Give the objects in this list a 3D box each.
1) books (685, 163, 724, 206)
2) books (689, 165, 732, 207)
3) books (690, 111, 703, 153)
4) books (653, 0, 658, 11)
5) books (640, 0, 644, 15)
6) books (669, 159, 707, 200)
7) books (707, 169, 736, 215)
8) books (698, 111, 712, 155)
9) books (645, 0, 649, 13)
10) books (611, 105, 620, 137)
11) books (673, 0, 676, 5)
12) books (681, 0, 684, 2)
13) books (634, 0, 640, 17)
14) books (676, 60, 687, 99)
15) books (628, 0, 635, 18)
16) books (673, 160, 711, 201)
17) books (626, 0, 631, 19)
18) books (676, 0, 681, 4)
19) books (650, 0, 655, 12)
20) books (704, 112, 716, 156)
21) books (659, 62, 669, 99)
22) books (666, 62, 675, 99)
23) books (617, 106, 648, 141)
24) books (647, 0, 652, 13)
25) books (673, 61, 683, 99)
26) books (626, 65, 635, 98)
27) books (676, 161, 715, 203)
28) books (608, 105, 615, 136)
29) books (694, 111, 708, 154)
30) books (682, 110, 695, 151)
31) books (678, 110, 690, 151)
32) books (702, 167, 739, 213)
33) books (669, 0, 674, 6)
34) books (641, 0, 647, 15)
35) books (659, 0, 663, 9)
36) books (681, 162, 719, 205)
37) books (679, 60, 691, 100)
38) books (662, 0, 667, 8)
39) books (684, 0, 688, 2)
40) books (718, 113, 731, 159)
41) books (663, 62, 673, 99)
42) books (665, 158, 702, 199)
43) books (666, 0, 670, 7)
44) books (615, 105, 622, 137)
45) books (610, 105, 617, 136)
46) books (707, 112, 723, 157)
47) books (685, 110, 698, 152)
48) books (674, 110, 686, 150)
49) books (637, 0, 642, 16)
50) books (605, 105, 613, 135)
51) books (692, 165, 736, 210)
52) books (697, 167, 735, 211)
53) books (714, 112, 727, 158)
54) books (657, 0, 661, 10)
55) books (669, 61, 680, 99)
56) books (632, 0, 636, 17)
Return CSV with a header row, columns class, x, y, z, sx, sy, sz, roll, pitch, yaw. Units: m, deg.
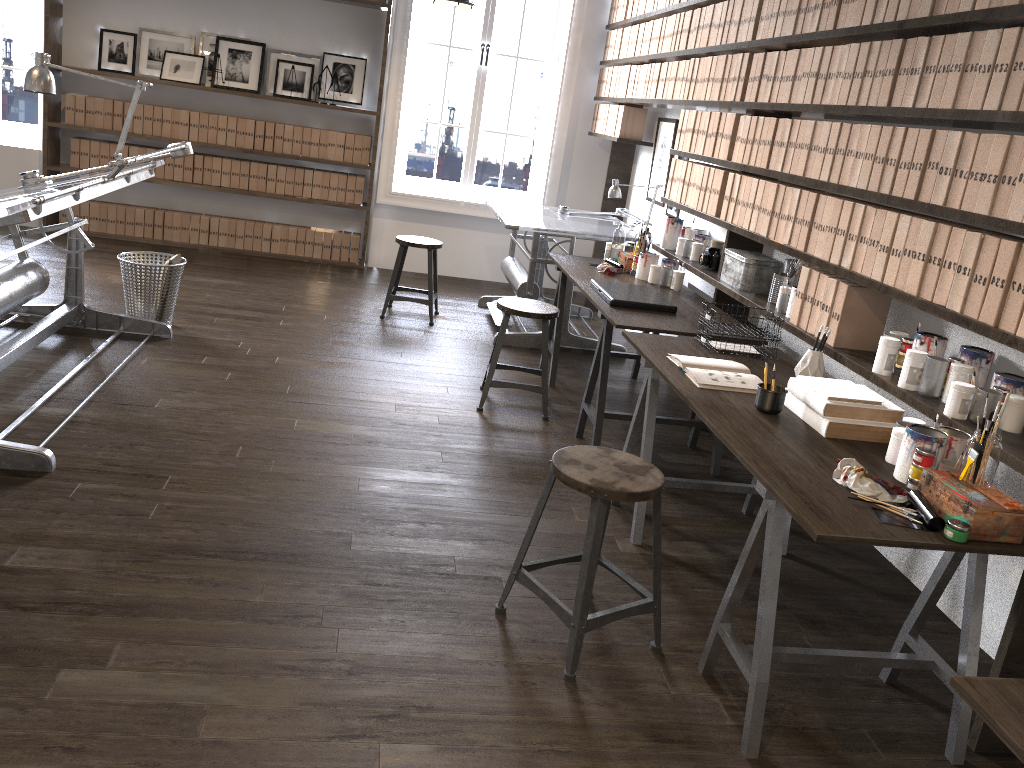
class,x,y,z,sx,sy,sz,roll,pitch,yaw
books,1.036,-1.050,4.721,0.174,0.223,0.067,6,15,-9
books,1.041,-1.028,4.654,0.174,0.223,0.067,6,15,-10
books,1.064,-1.331,4.730,0.174,0.223,0.067,6,15,-9
books,1.022,-2.502,5.709,0.174,0.223,0.067,6,15,-10
books,0.979,-2.610,6.034,0.174,0.223,0.067,6,15,-10
books,0.998,-1.138,4.983,0.174,0.223,0.067,6,15,-9
books,1.080,-0.941,4.393,0.174,0.223,0.067,6,15,-9
books,1.078,-1.287,4.593,0.174,0.223,0.067,6,15,-10
books,0.995,-2.567,5.906,0.174,0.223,0.067,6,15,-10
books,0.829,-1.894,6.420,0.174,0.223,0.068,6,15,-9
books,1.077,-2.371,5.315,0.174,0.223,0.067,6,15,-10
books,1.096,-2.323,5.173,0.174,0.223,0.067,6,15,-10
books,0.957,-2.655,6.169,0.174,0.223,0.067,6,15,-9
books,1.046,-1.719,5.060,0.174,0.223,0.067,6,15,-10
books,0.937,-2.702,6.308,0.174,0.223,0.068,6,15,-10
books,1.004,-1.118,4.923,0.174,0.223,0.067,6,15,-9
books,0.933,-2.725,6.380,0.174,0.223,0.067,6,15,-9
books,1.081,-2.348,5.244,0.174,0.223,0.068,6,15,-9
books,1.009,-2.525,5.776,0.174,0.223,0.068,6,15,-9
books,1.092,-1.264,4.526,0.174,0.223,0.067,6,15,-10
books,1.001,-1.827,5.384,0.174,0.223,0.067,6,15,-9
books,1.023,-1.782,5.249,0.174,0.223,0.067,6,15,-10
books,0.852,-1.849,6.288,0.174,0.223,0.067,6,15,-9
books,1.002,-2.547,5.845,0.174,0.223,0.067,6,15,-10
books,1.040,-1.739,5.121,0.174,0.223,0.067,6,15,-10
books,0.901,-2.076,6.134,0.174,0.223,0.067,6,15,-10
books,1.012,-1.095,4.854,0.174,0.223,0.068,6,15,-10
books,0.815,-1.935,6.544,0.174,0.223,0.067,6,15,-10
books,1.073,-1.309,4.662,0.174,0.223,0.067,6,15,-9
books,1.045,-1.374,4.857,0.174,0.223,0.067,6,15,-9
books,1.035,-1.394,4.917,0.174,0.223,0.067,6,15,-9
books,1.069,-0.962,4.455,0.174,0.223,0.067,6,15,-10
books,1.066,-2.392,5.377,0.174,0.223,0.067,6,15,-9
books,0.982,-2.589,5.969,0.174,0.223,0.068,6,15,-9
books,1.038,-2.458,5.576,0.174,0.223,0.067,6,15,-9
books,1.025,-1.073,4.787,0.174,0.223,0.067,6,15,-9
books,1.054,-1.697,4.991,0.174,0.223,0.068,6,15,-9
books,1.044,-2.435,5.506,0.174,0.223,0.067,6,15,-9
books,1.100,-2.301,5.104,0.174,0.223,0.067,6,15,-10
books,1.118,-1.193,4.311,0.174,0.223,0.067,6,15,-9
books,1.014,-1.804,5.317,0.174,0.223,0.067,6,15,-10
books,0.985,-1.159,5.046,0.174,0.223,0.068,6,15,-10
books,1.053,-2.412,5.437,0.174,0.223,0.068,6,15,-10
books,0.845,-1.871,6.355,0.174,0.223,0.067,6,15,-9
books,0.825,-1.915,6.485,0.174,0.223,0.067,6,15,-10
books,1.096,-1.241,4.454,0.174,0.223,0.068,6,15,-9
books,1.049,-1.353,4.793,0.174,0.223,0.068,6,15,-10
books,1.024,-1.417,4.986,0.174,0.223,0.068,6,15,-10
books,0.970,-2.632,6.102,0.174,0.223,0.067,6,15,-10
books,0.804,-1.958,6.613,0.174,0.223,0.068,6,15,-9
books,1.047,-1.006,4.584,0.174,0.223,0.067,6,15,-10
books,1.056,-0.983,4.515,0.174,0.223,0.068,6,15,-9
books,1.111,-1.216,4.384,0.174,0.223,0.067,6,15,-10
books,1.033,-2.480,5.643,0.174,0.223,0.067,6,15,-10
books,1.026,-1.761,5.184,0.174,0.223,0.068,6,15,-9
books,0.952,-2.677,6.237,0.174,0.223,0.067,6,15,-9
